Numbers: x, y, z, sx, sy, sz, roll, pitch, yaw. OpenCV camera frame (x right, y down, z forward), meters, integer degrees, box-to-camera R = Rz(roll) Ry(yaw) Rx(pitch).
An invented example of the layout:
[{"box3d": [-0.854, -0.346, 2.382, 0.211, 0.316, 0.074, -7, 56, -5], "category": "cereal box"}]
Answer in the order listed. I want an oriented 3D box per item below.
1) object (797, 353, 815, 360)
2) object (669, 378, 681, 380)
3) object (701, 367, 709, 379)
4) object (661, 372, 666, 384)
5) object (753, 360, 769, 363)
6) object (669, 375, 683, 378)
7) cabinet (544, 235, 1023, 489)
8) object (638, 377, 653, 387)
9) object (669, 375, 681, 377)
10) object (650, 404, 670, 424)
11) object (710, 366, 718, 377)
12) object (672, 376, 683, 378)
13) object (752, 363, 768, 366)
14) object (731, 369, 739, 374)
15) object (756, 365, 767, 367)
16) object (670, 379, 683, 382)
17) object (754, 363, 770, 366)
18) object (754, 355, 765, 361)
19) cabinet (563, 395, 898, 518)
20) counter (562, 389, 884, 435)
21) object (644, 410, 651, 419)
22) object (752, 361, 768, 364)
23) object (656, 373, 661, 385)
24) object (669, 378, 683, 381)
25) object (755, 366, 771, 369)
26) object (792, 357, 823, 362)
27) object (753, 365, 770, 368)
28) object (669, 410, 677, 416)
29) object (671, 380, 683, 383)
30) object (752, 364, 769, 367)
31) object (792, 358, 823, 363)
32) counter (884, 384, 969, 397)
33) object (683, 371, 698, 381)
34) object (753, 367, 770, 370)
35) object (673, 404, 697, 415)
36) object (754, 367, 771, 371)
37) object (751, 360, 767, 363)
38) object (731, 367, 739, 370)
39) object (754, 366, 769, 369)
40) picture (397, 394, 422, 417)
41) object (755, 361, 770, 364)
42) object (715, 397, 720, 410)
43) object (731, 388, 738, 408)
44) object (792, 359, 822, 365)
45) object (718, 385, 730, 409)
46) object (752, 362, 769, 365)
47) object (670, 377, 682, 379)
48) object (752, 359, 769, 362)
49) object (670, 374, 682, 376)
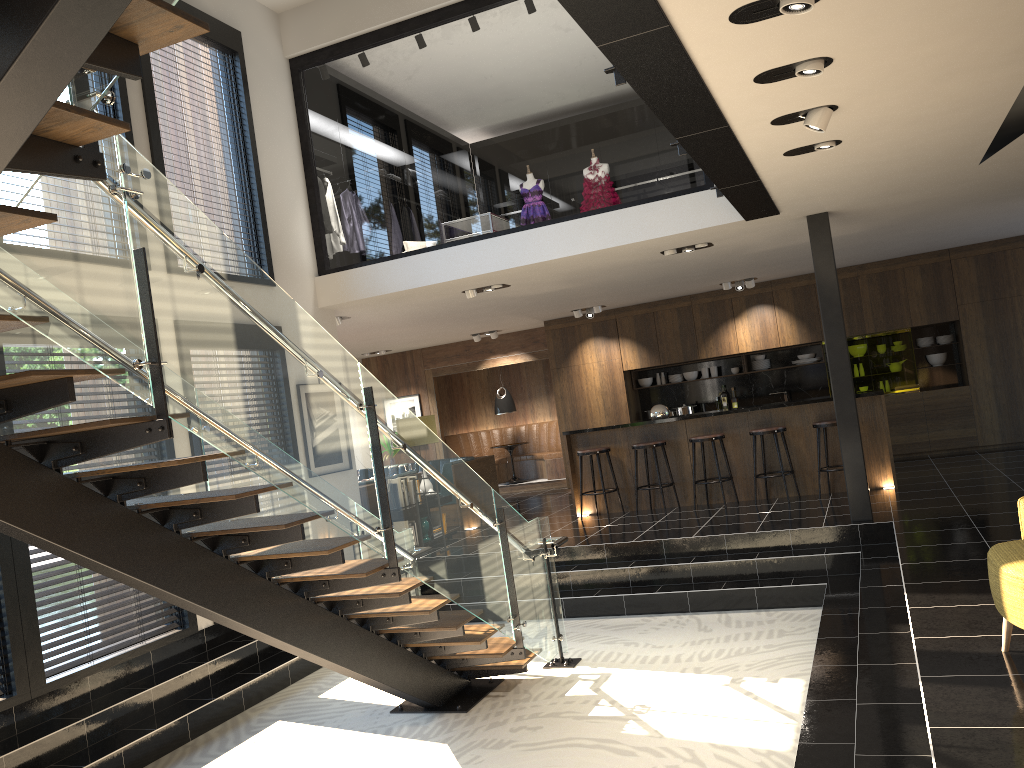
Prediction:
[{"box3d": [4.318, -0.389, 12.994, 0.253, 0.088, 0.254, -6, -2, -43], "category": "object"}, {"box3d": [2.537, -0.068, 13.704, 0.220, 0.033, 0.220, -9, -2, 18], "category": "object"}, {"box3d": [2.947, -0.165, 13.521, 0.109, 0.161, 0.109, -8, -1, 4], "category": "object"}, {"box3d": [2.351, -0.087, 13.787, 0.060, 0.185, 0.060, -8, -1, -10], "category": "object"}, {"box3d": [3.729, -0.326, 13.303, 0.269, 0.024, 0.269, -7, -2, -30], "category": "object"}, {"box3d": [2.533, -0.101, 13.704, 0.220, 0.033, 0.220, -9, -2, 18], "category": "object"}, {"box3d": [4.005, -0.144, 12.947, 6.897, 2.689, 0.869, -9, -1, 22], "category": "cabinet"}, {"box3d": [2.096, -0.017, 13.891, 0.234, 0.138, 0.234, -9, -2, 25], "category": "object"}, {"box3d": [2.531, -0.114, 13.705, 0.220, 0.033, 0.220, -9, -2, 18], "category": "object"}, {"box3d": [1.719, 0.350, 10.308, 0.227, 0.228, 0.227, -8, -1, -18], "category": "object"}, {"box3d": [3.070, -0.184, 13.471, 0.109, 0.161, 0.109, -9, -2, 34], "category": "object"}, {"box3d": [2.534, -0.091, 13.704, 0.220, 0.033, 0.220, -9, -2, 18], "category": "object"}, {"box3d": [3.734, -0.288, 13.302, 0.269, 0.024, 0.269, -7, -2, -30], "category": "object"}, {"box3d": [3.371, -0.184, 13.376, 0.122, 0.072, 0.122, -7, -2, -43], "category": "object"}, {"box3d": [3.738, -0.261, 13.302, 0.269, 0.024, 0.269, -7, -2, -30], "category": "object"}, {"box3d": [2.540, -0.046, 13.703, 0.220, 0.033, 0.220, -9, -2, 18], "category": "object"}, {"box3d": [3.736, -0.279, 13.302, 0.269, 0.024, 0.269, -7, -2, -30], "category": "object"}, {"box3d": [3.718, -0.385, 13.305, 0.168, 0.087, 0.168, -9, -2, 41], "category": "object"}, {"box3d": [2.446, 0.847, 10.235, 3.566, 0.994, 0.698, -9, -1, 22], "category": "cabinet"}, {"box3d": [2.372, 0.334, 10.245, 3.576, 0.041, 0.698, -9, -2, 22], "category": "counter"}, {"box3d": [2.210, 0.465, 13.732, 0.255, 0.218, 0.236, -7, -2, -20], "category": "object"}, {"box3d": [3.731, -0.315, 13.303, 0.269, 0.024, 0.269, -7, -2, -30], "category": "object"}, {"box3d": [2.281, -0.076, 13.815, 0.060, 0.185, 0.060, -7, -1, -37], "category": "object"}, {"box3d": [2.539, -0.058, 13.704, 0.220, 0.033, 0.220, -9, -2, 18], "category": "object"}, {"box3d": [3.742, -0.233, 13.301, 0.269, 0.024, 0.269, -7, -2, -30], "category": "object"}, {"box3d": [4.326, -0.342, 12.991, 0.437, 0.039, 0.438, -7, -2, -32], "category": "object"}, {"box3d": [3.740, -0.252, 13.302, 0.269, 0.024, 0.269, -7, -2, -30], "category": "object"}, {"box3d": [2.417, 0.469, 13.551, 0.210, 0.143, 0.195, -7, -2, -20], "category": "object"}, {"box3d": [2.542, -0.033, 13.703, 0.220, 0.033, 0.220, -9, -2, 18], "category": "object"}, {"box3d": [3.737, -0.271, 13.302, 0.269, 0.024, 0.269, -7, -2, -30], "category": "object"}, {"box3d": [4.329, -0.328, 12.990, 0.437, 0.039, 0.438, -7, -2, -32], "category": "object"}, {"box3d": [4.078, 0.337, 12.942, 4.594, 0.005, 0.862, -9, -2, 22], "category": "counter"}, {"box3d": [2.752, -0.116, 13.625, 0.234, 0.138, 0.233, -9, -2, 41], "category": "object"}, {"box3d": [3.743, -0.224, 13.301, 0.269, 0.024, 0.269, -7, -2, -30], "category": "object"}, {"box3d": [2.606, 0.407, 13.349, 0.300, 0.218, 0.279, -7, -2, -35], "category": "object"}, {"box3d": [3.745, -0.217, 13.301, 0.269, 0.024, 0.269, -7, -2, -30], "category": "object"}, {"box3d": [3.728, -0.333, 13.303, 0.269, 0.024, 0.269, -7, -2, -30], "category": "object"}, {"box3d": [3.367, -0.209, 13.376, 0.122, 0.072, 0.122, -7, -2, -43], "category": "object"}, {"box3d": [3.741, -0.244, 13.301, 0.269, 0.024, 0.269, -7, -2, -30], "category": "object"}, {"box3d": [-1.923, 0.674, 15.789, 0.749, 0.911, 0.028, -9, -1, 22], "category": "picture"}, {"box3d": [3.732, -0.306, 13.303, 0.269, 0.024, 0.269, -7, -2, -30], "category": "object"}, {"box3d": [3.146, 0.340, 13.571, 0.058, 0.287, 0.057, -9, -1, 35], "category": "object"}, {"box3d": [3.380, 0.250, 13.486, 0.077, 0.395, 0.077, -7, -1, -26], "category": "object"}, {"box3d": [4.330, -0.315, 12.990, 0.437, 0.039, 0.438, -7, -2, -32], "category": "object"}, {"box3d": [3.228, 0.245, 13.539, 0.133, 0.451, 0.116, -8, -1, 22], "category": "object"}, {"box3d": [3.733, -0.299, 13.302, 0.269, 0.024, 0.269, -7, -2, -30], "category": "object"}, {"box3d": [2.535, -0.081, 13.704, 0.220, 0.033, 0.220, -9, -2, 18], "category": "object"}, {"box3d": [3.727, -0.342, 13.303, 0.269, 0.024, 0.269, -7, -2, -30], "category": "object"}, {"box3d": [2.529, -0.126, 13.705, 0.220, 0.033, 0.220, -9, -2, 18], "category": "object"}]
